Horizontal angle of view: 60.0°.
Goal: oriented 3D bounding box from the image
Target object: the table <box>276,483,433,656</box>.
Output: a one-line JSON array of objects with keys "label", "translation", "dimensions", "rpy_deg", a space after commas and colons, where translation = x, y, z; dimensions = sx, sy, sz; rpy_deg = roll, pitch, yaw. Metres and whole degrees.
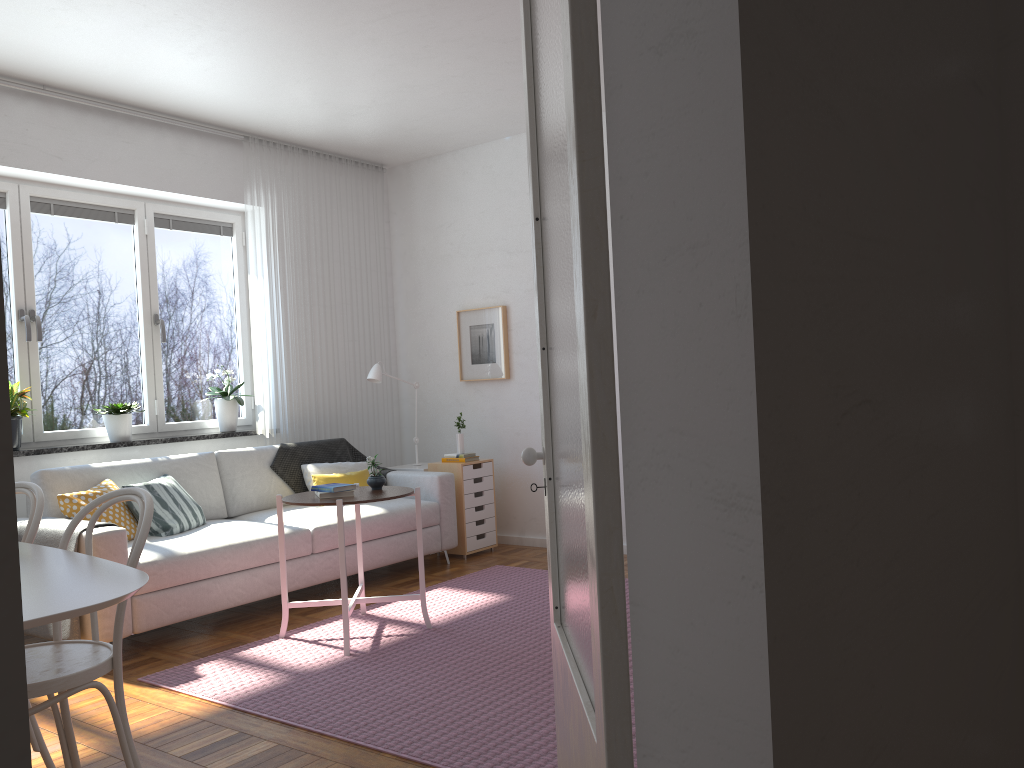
[{"label": "table", "translation": [-0.759, 0.851, 4.215], "dimensions": [0.618, 0.688, 0.617], "rpy_deg": [-3, 1, 35]}]

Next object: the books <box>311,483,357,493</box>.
[{"label": "books", "translation": [-0.837, 0.487, 4.162], "dimensions": [0.175, 0.024, 0.136], "rpy_deg": [-3, 0, 42]}]

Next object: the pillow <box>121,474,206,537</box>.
[{"label": "pillow", "translation": [-1.856, 0.645, 4.762], "dimensions": [0.309, 0.289, 0.469], "rpy_deg": [-3, 0, 8]}]

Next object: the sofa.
[{"label": "sofa", "translation": [-1.480, 0.811, 5.140], "dimensions": [1.004, 0.843, 2.460], "rpy_deg": [-3, 0, 37]}]

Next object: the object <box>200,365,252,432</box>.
[{"label": "object", "translation": [-1.927, 0.098, 5.895], "dimensions": [0.340, 0.444, 0.286], "rpy_deg": [-3, 1, 25]}]

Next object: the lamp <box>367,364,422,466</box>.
[{"label": "lamp", "translation": [-1.072, 0.538, 4.261], "dimensions": [0.332, 1.346, 4.590], "rpy_deg": [-3, 0, 6]}]

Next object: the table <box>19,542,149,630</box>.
[{"label": "table", "translation": [-1.782, 0.857, 2.265], "dimensions": [2.290, 0.770, 0.931], "rpy_deg": [-3, 0, 37]}]

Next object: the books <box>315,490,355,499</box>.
[{"label": "books", "translation": [-0.838, 0.512, 4.187], "dimensions": [0.162, 0.026, 0.209], "rpy_deg": [-3, 0, -18]}]

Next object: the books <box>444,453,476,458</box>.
[{"label": "books", "translation": [-0.358, 0.493, 6.133], "dimensions": [0.175, 0.024, 0.136], "rpy_deg": [-3, 0, 37]}]

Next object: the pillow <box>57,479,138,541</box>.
[{"label": "pillow", "translation": [-2.069, 0.657, 4.504], "dimensions": [0.313, 0.318, 0.464], "rpy_deg": [-3, 0, 5]}]

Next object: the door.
[{"label": "door", "translation": [0.042, 0.050, 0.849], "dimensions": [0.047, 2.201, 0.445], "rpy_deg": [-3, 1, -3]}]

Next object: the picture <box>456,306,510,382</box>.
[{"label": "picture", "translation": [-0.213, -0.289, 6.468], "dimensions": [0.431, 0.524, 0.050], "rpy_deg": [-2, 1, 37]}]

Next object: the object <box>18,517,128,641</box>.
[{"label": "object", "translation": [-2.086, 0.907, 4.171], "dimensions": [0.608, 0.534, 0.288], "rpy_deg": [-3, 1, 37]}]

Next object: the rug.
[{"label": "rug", "translation": [0.118, 1.147, 3.967], "dimensions": [2.366, 0.008, 2.456], "rpy_deg": [-3, 0, 37]}]

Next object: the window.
[{"label": "window", "translation": [-2.721, -0.397, 4.972], "dimensions": [0.151, 1.511, 3.018], "rpy_deg": [-2, 1, 37]}]

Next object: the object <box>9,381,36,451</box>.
[{"label": "object", "translation": [-2.721, 0.166, 4.711], "dimensions": [0.333, 0.385, 0.299], "rpy_deg": [-3, 1, -38]}]

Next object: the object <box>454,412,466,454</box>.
[{"label": "object", "translation": [-0.355, 0.338, 6.121], "dimensions": [0.085, 0.287, 0.081], "rpy_deg": [-2, 1, 43]}]

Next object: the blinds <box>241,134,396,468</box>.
[{"label": "blinds", "translation": [-1.317, -0.225, 6.372], "dimensions": [0.055, 2.887, 1.292], "rpy_deg": [-2, 1, 37]}]

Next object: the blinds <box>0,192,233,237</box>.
[{"label": "blinds", "translation": [-2.780, -1.016, 4.983], "dimensions": [0.015, 0.098, 2.843], "rpy_deg": [-2, 0, 37]}]

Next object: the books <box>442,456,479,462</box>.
[{"label": "books", "translation": [-0.355, 0.519, 6.139], "dimensions": [0.211, 0.028, 0.164], "rpy_deg": [-3, 0, 37]}]

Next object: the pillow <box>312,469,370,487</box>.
[{"label": "pillow", "translation": [-1.056, 0.651, 5.593], "dimensions": [0.401, 0.194, 0.211], "rpy_deg": [-3, 0, -36]}]

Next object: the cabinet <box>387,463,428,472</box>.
[{"label": "cabinet", "translation": [-0.638, 0.892, 6.438], "dimensions": [0.400, 0.600, 0.400], "rpy_deg": [-2, 1, 37]}]

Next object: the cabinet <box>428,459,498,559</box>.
[{"label": "cabinet", "translation": [-0.338, 0.855, 6.147], "dimensions": [0.301, 0.643, 0.349], "rpy_deg": [-2, 1, 37]}]

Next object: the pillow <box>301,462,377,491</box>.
[{"label": "pillow", "translation": [-1.089, 0.636, 5.801], "dimensions": [0.532, 0.259, 0.301], "rpy_deg": [-3, 0, -39]}]

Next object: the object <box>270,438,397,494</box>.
[{"label": "object", "translation": [-1.147, 0.692, 5.974], "dimensions": [0.677, 0.648, 0.978], "rpy_deg": [-3, 0, 7]}]

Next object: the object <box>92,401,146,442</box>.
[{"label": "object", "translation": [-2.329, 0.221, 5.263], "dimensions": [0.283, 0.237, 0.267], "rpy_deg": [-3, 0, 19]}]

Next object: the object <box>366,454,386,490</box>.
[{"label": "object", "translation": [-0.669, 0.429, 4.342], "dimensions": [0.096, 0.175, 0.108], "rpy_deg": [-3, 1, 16]}]
